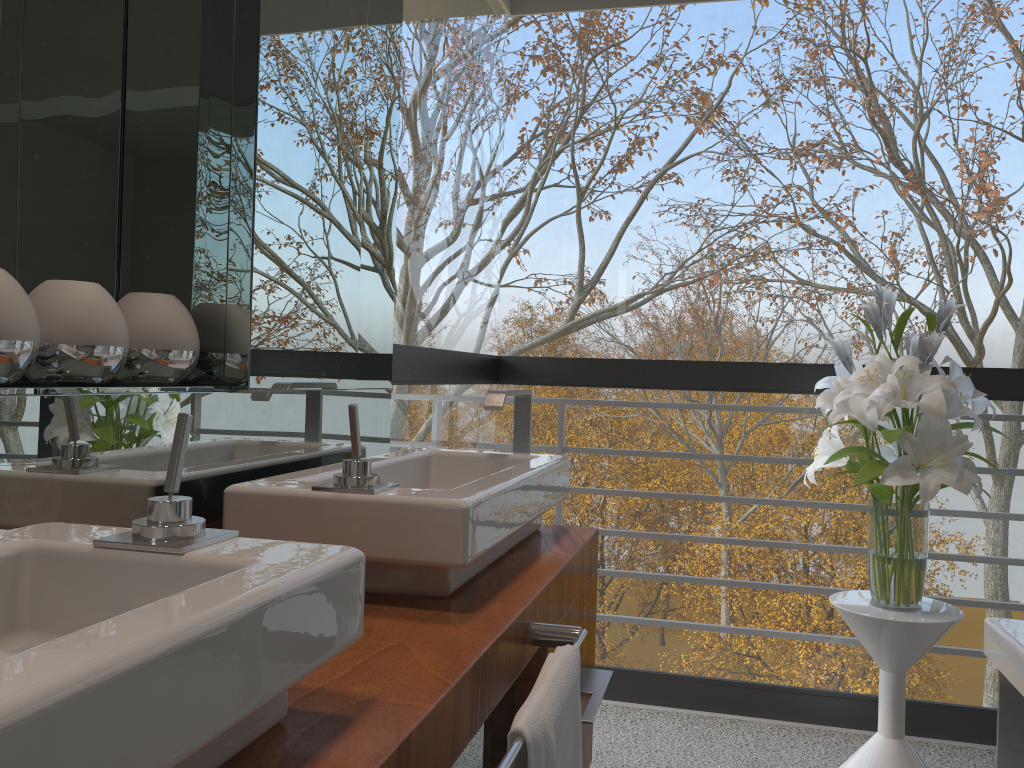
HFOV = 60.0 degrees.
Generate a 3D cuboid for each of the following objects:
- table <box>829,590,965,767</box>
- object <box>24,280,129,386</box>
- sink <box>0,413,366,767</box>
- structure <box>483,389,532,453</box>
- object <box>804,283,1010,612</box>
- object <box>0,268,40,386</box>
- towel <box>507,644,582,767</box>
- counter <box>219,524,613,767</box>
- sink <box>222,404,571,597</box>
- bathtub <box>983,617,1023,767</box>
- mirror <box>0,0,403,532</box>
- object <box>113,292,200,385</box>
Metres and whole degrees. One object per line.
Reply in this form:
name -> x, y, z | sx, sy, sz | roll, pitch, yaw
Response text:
table -> 0.941, 0.787, 2.195 | 0.307, 0.479, 0.307 | 2, 0, -2
object -> -0.561, -0.064, 1.128 | 0.136, 0.130, 0.136 | 2, 0, -34
sink -> -0.393, 0.160, 0.499 | 0.352, 0.266, 0.750 | 2, 0, 14
structure -> -0.016, 0.505, 1.920 | 0.069, 0.989, 0.303 | 2, 0, 14
object -> 0.946, 0.149, 2.193 | 0.450, 0.796, 0.459 | 2, 0, 42
object -> -0.598, -0.064, 0.980 | 0.136, 0.130, 0.136 | 2, 0, -34
towel -> 0.051, 0.509, 0.993 | 0.079, 0.368, 0.302 | 2, 0, 15
counter -> -0.234, 0.646, 0.985 | 0.525, 0.704, 1.848 | 2, 0, 14
sink -> -0.136, 0.159, 1.529 | 0.352, 0.266, 0.750 | 2, 0, 14
bathtub -> 1.853, 0.811, 1.134 | 1.958, 0.504, 1.327 | 2, 0, 14
mirror -> -0.570, -0.515, 1.105 | 0.253, 1.618, 1.790 | 2, 0, 14
object -> -0.523, -0.064, 1.281 | 0.136, 0.130, 0.136 | 2, 0, -34
